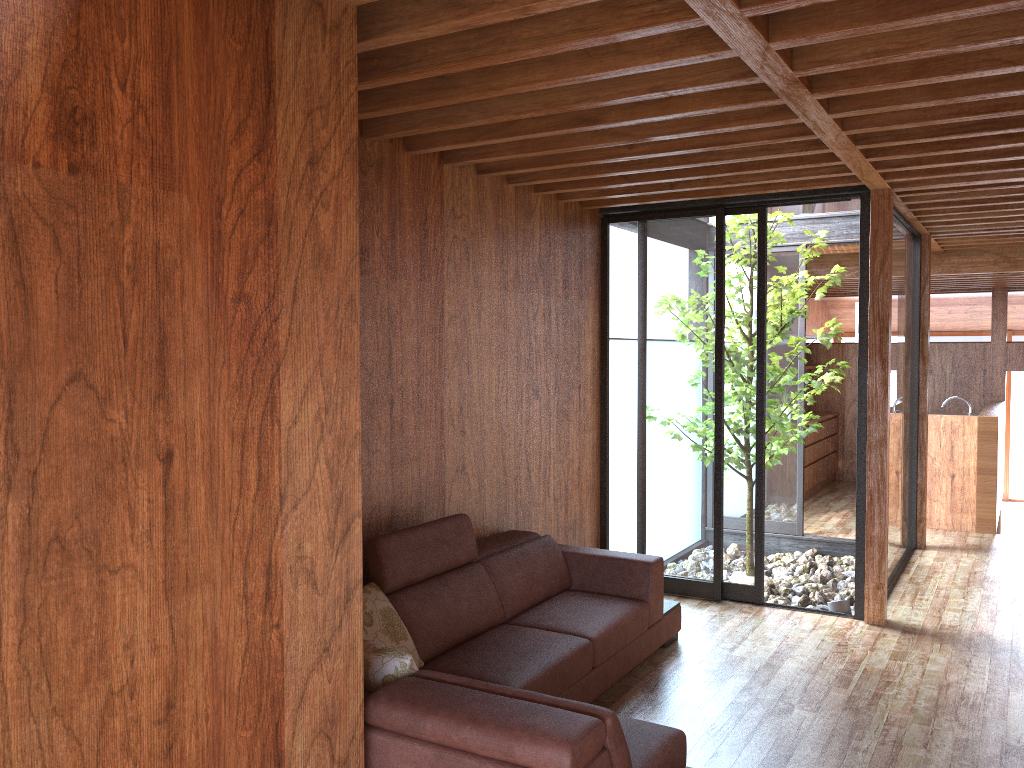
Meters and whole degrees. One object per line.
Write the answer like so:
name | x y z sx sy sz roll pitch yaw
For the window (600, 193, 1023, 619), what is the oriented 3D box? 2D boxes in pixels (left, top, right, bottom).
window | 2.599 -0.891 5.011 4.075 5.133 14.061 1 2 30

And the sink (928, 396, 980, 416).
sink | 4.106 0.287 8.293 0.554 0.423 2.475 1 2 30

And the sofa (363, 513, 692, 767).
sofa | 0.287 0.952 3.374 1.687 0.760 2.522 1 2 30
